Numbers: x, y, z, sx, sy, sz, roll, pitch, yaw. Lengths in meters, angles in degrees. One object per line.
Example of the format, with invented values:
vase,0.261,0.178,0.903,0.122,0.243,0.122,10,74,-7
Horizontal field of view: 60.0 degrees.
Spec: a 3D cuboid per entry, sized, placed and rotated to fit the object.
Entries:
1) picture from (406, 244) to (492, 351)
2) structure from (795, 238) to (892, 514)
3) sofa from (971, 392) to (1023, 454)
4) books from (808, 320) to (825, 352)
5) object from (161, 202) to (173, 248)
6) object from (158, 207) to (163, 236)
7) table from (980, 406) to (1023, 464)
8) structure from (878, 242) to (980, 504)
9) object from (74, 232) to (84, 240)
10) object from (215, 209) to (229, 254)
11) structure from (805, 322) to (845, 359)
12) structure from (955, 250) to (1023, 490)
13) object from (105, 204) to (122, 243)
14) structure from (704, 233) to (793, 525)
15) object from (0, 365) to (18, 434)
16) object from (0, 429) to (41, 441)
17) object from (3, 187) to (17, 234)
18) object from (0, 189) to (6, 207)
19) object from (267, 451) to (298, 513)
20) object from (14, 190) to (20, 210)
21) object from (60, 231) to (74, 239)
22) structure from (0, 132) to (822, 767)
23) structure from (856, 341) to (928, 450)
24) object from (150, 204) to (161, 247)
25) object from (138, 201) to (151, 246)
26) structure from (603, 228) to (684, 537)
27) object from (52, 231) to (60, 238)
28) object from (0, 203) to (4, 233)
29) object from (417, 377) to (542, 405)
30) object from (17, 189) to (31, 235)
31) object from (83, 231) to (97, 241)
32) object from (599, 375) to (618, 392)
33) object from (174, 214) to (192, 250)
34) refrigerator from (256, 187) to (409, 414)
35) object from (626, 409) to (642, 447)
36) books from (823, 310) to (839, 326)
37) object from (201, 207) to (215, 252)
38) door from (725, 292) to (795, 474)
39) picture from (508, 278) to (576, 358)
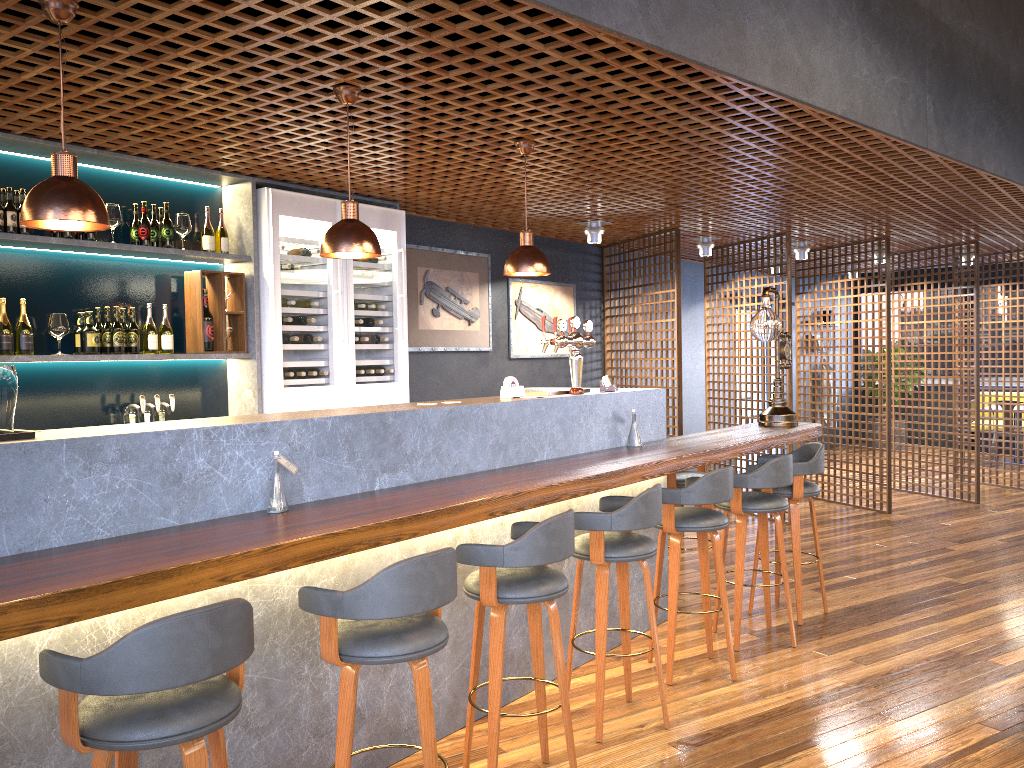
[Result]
picture,-0.494,-0.667,7.061,0.028,0.809,1.039,0,2,37
structure,3.441,-0.089,9.291,0.050,2.700,1.319,-2,2,-22
sofa,8.468,0.597,13.042,3.061,0.914,0.966,0,2,37
books,4.678,-0.739,13.657,0.223,0.489,0.286,0,2,29
object,-1.899,-0.871,4.876,0.063,0.254,0.063,-2,2,-25
object,-1.989,-0.874,5.030,0.063,0.254,0.063,-3,2,-45
table,7.116,0.717,12.428,0.887,0.763,0.906,0,2,37
structure,4.552,-0.123,9.751,0.050,2.700,1.319,-2,2,-22
object,-2.245,-0.856,4.612,0.063,0.254,0.063,0,2,25
object,-1.723,-0.899,5.264,0.079,0.281,0.079,-1,2,6
structure,4.978,-0.680,13.984,0.293,0.563,1.220,0,2,37
structure,5.664,-0.158,10.211,0.050,2.700,1.319,-2,2,-22
object,-2.098,-0.837,4.657,0.097,0.206,0.097,-1,2,6
structure,2.329,-0.054,8.830,0.050,2.700,1.319,-2,2,-22
object,-1.442,0.052,2.484,0.105,0.209,0.105,-2,2,-18
object,-1.579,0.151,2.438,0.273,0.019,0.437,0,2,37
object,-2.407,-0.828,4.251,0.056,0.227,0.056,-1,2,14
object,-2.456,-0.829,4.287,0.056,0.227,0.056,-1,2,-1
object,-0.788,0.327,3.002,0.069,0.203,0.114,0,2,27
object,-2.418,-0.831,4.337,0.056,0.227,0.056,0,2,39
object,-2.237,-0.852,4.454,0.063,0.254,0.063,0,2,35
structure,-1.663,0.186,3.357,2.700,2.700,9.298,0,2,37
structure,6.245,0.167,14.628,1.166,1.763,0.993,-1,2,8
object,-1.988,-0.870,4.926,0.063,0.254,0.063,-1,2,0
object,-2.004,-0.868,4.838,0.063,0.254,0.063,-1,2,-10
structure,1.218,-0.020,8.370,0.050,2.700,1.319,-2,2,-22
object,-2.313,-0.852,4.520,0.063,0.254,0.063,-1,2,0
object,-2.443,-0.826,4.203,0.056,0.227,0.056,-1,2,-1
object,-0.133,0.027,4.201,0.200,0.106,0.766,0,2,37
object,-2.369,-0.831,4.300,0.056,0.227,0.056,0,2,24
object,-2.169,-0.856,4.555,0.063,0.254,0.063,-1,2,10
object,0.552,-0.005,5.060,0.091,0.091,0.177,-1,2,12
object,-1.856,-0.852,4.999,0.097,0.206,0.097,-1,2,6
refrigerator,-1.211,-0.130,5.825,0.454,2.109,1.159,0,2,37
object,0.672,0.242,4.915,0.069,0.203,0.114,-2,2,-18
books,5.076,-1.050,14.187,0.177,0.245,0.450,0,2,37
object,-1.780,-0.895,5.188,0.079,0.281,0.079,-3,2,-44
door,3.464,-0.030,12.214,0.052,2.386,2.441,0,2,37
picture,0.297,-0.589,8.094,0.028,0.697,1.039,0,2,37
